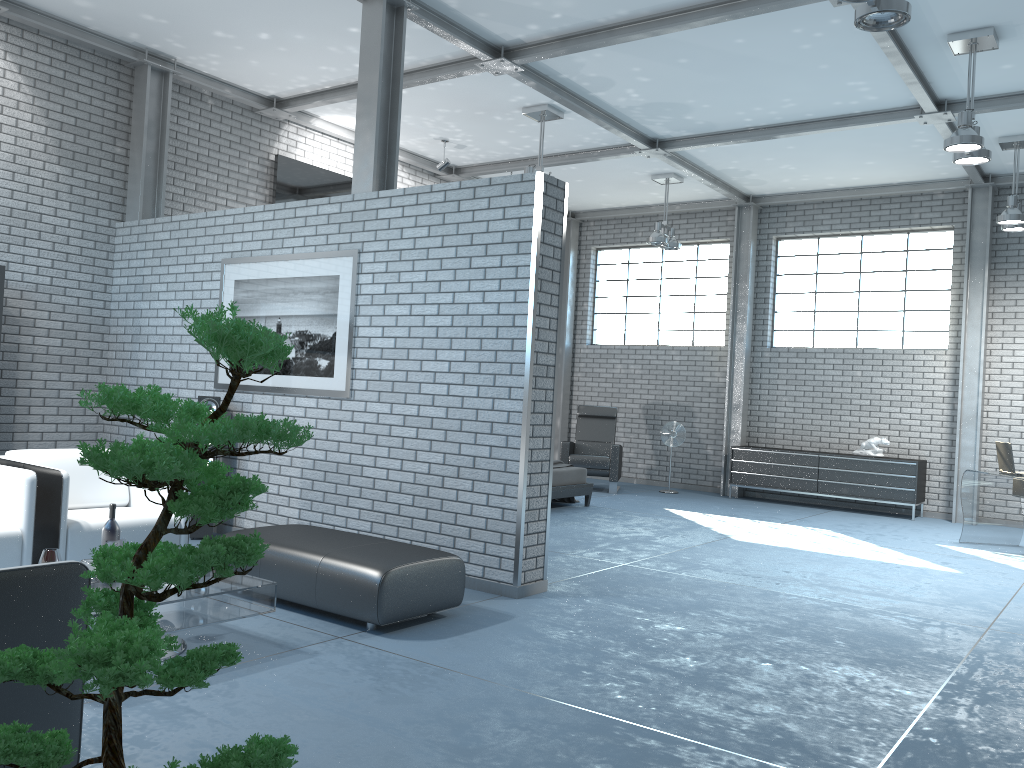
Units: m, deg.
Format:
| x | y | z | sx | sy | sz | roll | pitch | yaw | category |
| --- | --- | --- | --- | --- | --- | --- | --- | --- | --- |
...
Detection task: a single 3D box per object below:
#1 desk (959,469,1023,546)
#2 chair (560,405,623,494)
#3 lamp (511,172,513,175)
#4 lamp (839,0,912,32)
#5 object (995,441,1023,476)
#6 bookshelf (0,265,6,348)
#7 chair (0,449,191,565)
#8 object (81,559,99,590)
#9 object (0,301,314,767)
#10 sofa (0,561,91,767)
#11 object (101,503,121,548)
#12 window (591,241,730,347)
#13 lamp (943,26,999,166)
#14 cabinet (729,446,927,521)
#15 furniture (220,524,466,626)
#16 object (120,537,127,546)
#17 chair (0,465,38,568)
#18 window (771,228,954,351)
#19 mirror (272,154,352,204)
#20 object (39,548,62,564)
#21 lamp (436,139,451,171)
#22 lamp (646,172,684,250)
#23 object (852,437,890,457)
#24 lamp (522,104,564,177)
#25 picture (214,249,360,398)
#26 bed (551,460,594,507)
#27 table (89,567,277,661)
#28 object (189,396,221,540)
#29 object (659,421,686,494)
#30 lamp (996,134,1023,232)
| x | y | z | sx | sy | sz | roll | pitch | yaw | category |
| --- | --- | --- | --- | --- | --- | --- | --- | --- | --- |
| 4.640 | 1.185 | 7.936 | 0.593 | 0.718 | 1.358 | 3 | -1 | 1 | desk |
| 1.077 | 0.840 | 11.770 | 0.763 | 1.099 | 0.940 | 3 | -1 | 11 | chair |
| -0.034 | -2.517 | 11.069 | 0.161 | 0.343 | 0.137 | 3 | -1 | 6 | lamp |
| 1.748 | -2.235 | 4.243 | 0.300 | 0.872 | 0.639 | 3 | -1 | 36 | lamp |
| 4.611 | 0.681 | 8.035 | 0.320 | 0.288 | 0.380 | 3 | -1 | 11 | object |
| -4.481 | 0.043 | 5.818 | 0.419 | 1.920 | 1.930 | 3 | -1 | 36 | bookshelf |
| -2.470 | 0.734 | 5.167 | 0.919 | 0.661 | 0.767 | 3 | -1 | 38 | chair |
| -1.714 | 0.773 | 3.588 | 0.089 | 0.120 | 0.089 | 3 | -1 | 1 | object |
| -0.680 | 0.487 | 1.689 | 0.586 | 1.362 | 1.032 | 3 | -1 | -5 | object |
| -2.356 | 0.711 | 2.749 | 2.238 | 0.661 | 0.919 | 3 | -1 | 36 | sofa |
| -1.738 | 0.677 | 3.840 | 0.079 | 0.316 | 0.079 | 3 | -1 | -22 | object |
| 2.176 | -1.288 | 12.985 | 2.200 | 1.500 | 0.100 | 3 | -1 | 36 | window |
| 3.372 | -2.116 | 6.521 | 0.300 | 0.872 | 0.639 | 3 | -1 | 36 | lamp |
| 3.879 | 1.198 | 11.041 | 2.250 | 0.682 | 0.510 | 3 | -1 | 36 | cabinet |
| -0.953 | 0.990 | 4.820 | 1.291 | 0.301 | 0.685 | 3 | -1 | 36 | furniture |
| -1.821 | 0.773 | 4.101 | 0.089 | 0.120 | 0.089 | 3 | -1 | 1 | object |
| -3.021 | 0.694 | 4.460 | 0.919 | 0.661 | 0.767 | 3 | -1 | 33 | chair |
| 4.451 | -1.179 | 11.357 | 2.200 | 1.500 | 0.100 | 3 | -1 | 36 | window |
| -1.515 | -0.525 | 10.414 | 0.050 | 3.500 | 3.400 | 3 | -1 | 36 | mirror |
| -1.957 | 0.762 | 3.759 | 0.089 | 0.120 | 0.089 | 3 | -1 | 1 | object |
| -0.781 | -2.577 | 10.020 | 0.167 | 0.332 | 0.137 | 3 | -1 | 26 | lamp |
| 1.908 | -2.143 | 11.008 | 0.300 | 0.872 | 0.639 | 3 | -1 | 36 | lamp |
| 4.347 | 0.758 | 10.727 | 0.151 | 0.244 | 0.496 | 4 | -1 | -30 | object |
| 0.284 | -2.262 | 8.730 | 0.300 | 0.872 | 0.639 | 3 | -1 | 36 | lamp |
| -1.673 | -0.437 | 6.454 | 1.490 | 1.015 | 0.020 | 3 | -1 | 36 | picture |
| -0.520 | 0.949 | 9.736 | 2.261 | 0.674 | 2.290 | 3 | -1 | 36 | bed |
| -1.670 | 0.988 | 3.807 | 0.900 | 0.300 | 0.900 | 3 | -1 | 36 | table |
| -2.275 | 0.615 | 6.573 | 0.159 | 1.045 | 0.254 | 3 | -1 | -19 | object |
| 2.120 | 0.972 | 11.841 | 0.342 | 0.954 | 0.258 | 3 | -1 | 1 | object |
| 4.996 | -1.996 | 8.798 | 0.300 | 0.872 | 0.639 | 3 | -1 | 36 | lamp |
